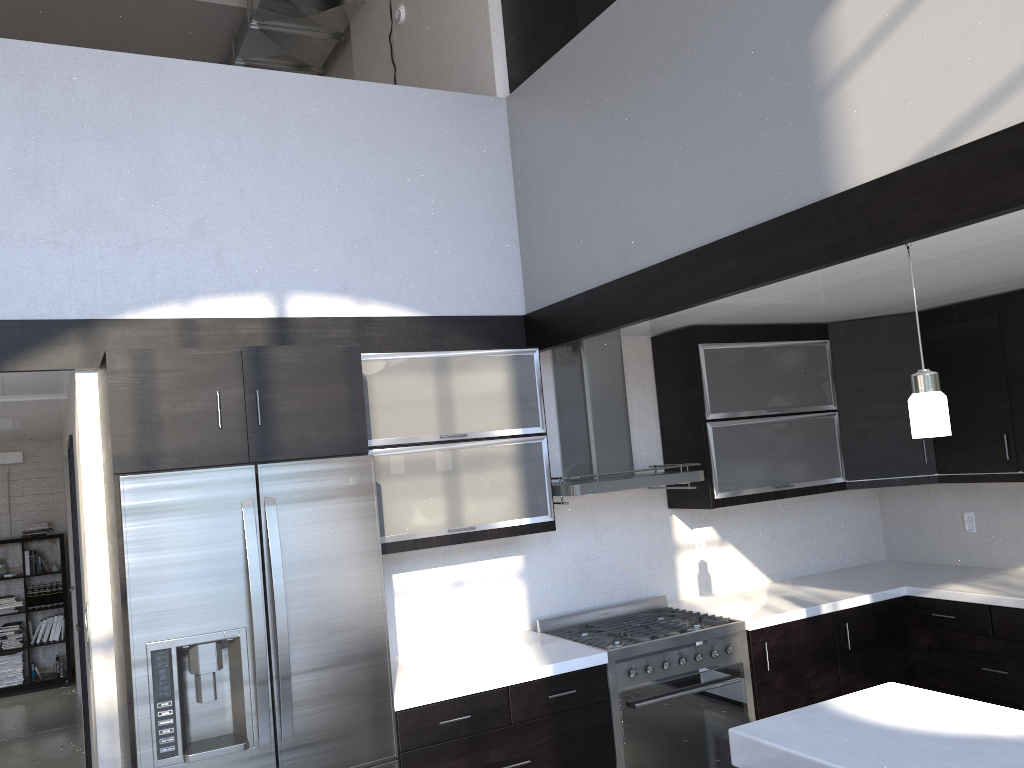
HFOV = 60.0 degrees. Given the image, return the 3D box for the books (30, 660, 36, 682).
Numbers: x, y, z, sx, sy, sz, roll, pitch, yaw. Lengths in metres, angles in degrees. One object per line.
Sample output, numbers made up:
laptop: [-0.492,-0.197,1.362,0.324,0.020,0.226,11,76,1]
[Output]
books: [-4.330,2.594,8.017,0.031,0.171,0.104,-3,-4,-28]

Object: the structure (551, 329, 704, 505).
structure: [0.440,0.071,4.216,0.727,0.929,0.489,-3,-4,-28]

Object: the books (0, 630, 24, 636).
books: [-4.527,2.254,8.028,0.133,0.010,0.221,-4,-5,-10]

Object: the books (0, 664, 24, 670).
books: [-4.530,2.543,8.019,0.207,0.013,0.292,-3,-5,-27]

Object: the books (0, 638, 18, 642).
books: [-4.535,2.298,8.013,0.148,0.013,0.213,-4,-5,-17]

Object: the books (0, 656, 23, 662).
books: [-4.538,2.472,8.016,0.210,0.015,0.295,-3,-5,-28]

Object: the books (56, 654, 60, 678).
books: [-4.149,2.576,8.101,0.025,0.187,0.138,-3,-4,-28]

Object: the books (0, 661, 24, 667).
books: [-4.532,2.516,8.014,0.209,0.014,0.303,-3,-5,-30]

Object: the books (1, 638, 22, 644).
books: [-4.525,2.310,8.001,0.162,0.013,0.204,-2,-6,-39]

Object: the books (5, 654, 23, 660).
books: [-4.535,2.460,8.009,0.207,0.016,0.305,-3,-5,-26]

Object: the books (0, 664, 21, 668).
books: [-4.532,2.527,8.019,0.208,0.012,0.295,-3,-5,-27]

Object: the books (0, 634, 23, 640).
books: [-4.519,2.278,8.011,0.131,0.023,0.221,-1,-6,-45]

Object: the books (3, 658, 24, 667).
books: [-4.528,2.521,8.015,0.210,0.013,0.301,-3,-5,-28]

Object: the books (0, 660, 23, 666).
books: [-4.533,2.505,8.006,0.209,0.013,0.297,-3,-5,-27]

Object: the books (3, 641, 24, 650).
books: [-4.510,2.365,8.020,0.157,0.013,0.228,-3,-5,-27]

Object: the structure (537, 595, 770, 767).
structure: [0.670,1.495,4.032,0.844,0.901,0.622,-3,-5,-28]

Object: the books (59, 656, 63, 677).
books: [-4.122,2.583,8.107,0.028,0.171,0.124,-3,-4,-28]

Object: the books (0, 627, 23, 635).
books: [-4.529,2.229,8.009,0.132,0.014,0.251,-4,-5,-14]

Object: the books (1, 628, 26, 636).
books: [-4.503,2.240,8.015,0.117,0.010,0.257,-5,-5,-7]

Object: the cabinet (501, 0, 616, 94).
cabinet: [0.516,-1.511,4.384,0.837,2.230,0.685,-3,-4,-28]

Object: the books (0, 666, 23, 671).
books: [-4.529,2.549,8.012,0.210,0.012,0.295,-3,-5,-28]

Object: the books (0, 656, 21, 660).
books: [-4.538,2.455,8.009,0.207,0.016,0.299,-3,-5,-27]

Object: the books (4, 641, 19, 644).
books: [-4.511,2.320,8.001,0.120,0.010,0.202,-3,-5,-28]

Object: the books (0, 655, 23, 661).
books: [-4.539,2.466,8.014,0.208,0.017,0.303,-3,-5,-28]

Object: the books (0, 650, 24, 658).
books: [-4.536,2.432,8.023,0.208,0.018,0.303,-3,-5,-27]

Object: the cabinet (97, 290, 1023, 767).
cabinet: [1.334,0.686,2.518,4.274,2.312,4.237,-3,-5,-28]

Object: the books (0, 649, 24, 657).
books: [-4.534,2.425,8.021,0.207,0.021,0.301,-3,-5,-28]

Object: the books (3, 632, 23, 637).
books: [-4.518,2.261,8.004,0.198,0.010,0.139,-10,-6,43]

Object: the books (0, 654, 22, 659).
books: [-4.536,2.443,8.015,0.210,0.017,0.297,-3,-5,-26]

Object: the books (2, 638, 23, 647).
books: [-4.516,2.336,8.015,0.149,0.017,0.211,-3,-5,-26]

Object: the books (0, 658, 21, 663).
books: [-4.536,2.477,8.017,0.210,0.016,0.296,-3,-5,-27]

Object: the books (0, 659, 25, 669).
books: [-4.529,2.533,8.021,0.207,0.012,0.296,-3,-5,-26]

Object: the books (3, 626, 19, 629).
books: [-4.530,2.188,8.029,0.134,0.010,0.220,-3,-5,-31]

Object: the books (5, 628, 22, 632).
books: [-4.526,2.217,8.014,0.122,0.010,0.219,-1,-6,-42]

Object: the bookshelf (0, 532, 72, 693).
bookshelf: [-4.721,2.110,7.977,1.309,1.380,0.389,-3,-4,-27]

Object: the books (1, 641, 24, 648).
books: [-4.510,2.350,8.001,0.176,0.013,0.177,-2,-5,-32]

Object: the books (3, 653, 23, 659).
books: [-4.537,2.449,8.011,0.208,0.017,0.295,-3,-5,-28]

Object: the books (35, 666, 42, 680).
books: [-4.285,2.614,8.024,0.054,0.121,0.079,-3,-4,-28]

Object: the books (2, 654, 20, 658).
books: [-4.537,2.438,8.017,0.209,0.017,0.288,-3,-5,-26]

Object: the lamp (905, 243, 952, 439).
lamp: [1.995,-0.206,2.903,1.951,0.623,0.124,-3,-4,-25]

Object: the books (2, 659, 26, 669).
books: [-4.527,2.538,8.018,0.207,0.012,0.294,-3,-5,-24]

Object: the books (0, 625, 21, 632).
books: [-4.534,2.202,8.013,0.160,0.020,0.262,-3,-5,-28]

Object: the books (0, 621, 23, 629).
books: [-4.516,2.175,8.009,0.150,0.010,0.260,-3,-5,-23]

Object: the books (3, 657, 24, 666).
books: [-4.532,2.510,8.009,0.210,0.013,0.303,-3,-5,-28]
